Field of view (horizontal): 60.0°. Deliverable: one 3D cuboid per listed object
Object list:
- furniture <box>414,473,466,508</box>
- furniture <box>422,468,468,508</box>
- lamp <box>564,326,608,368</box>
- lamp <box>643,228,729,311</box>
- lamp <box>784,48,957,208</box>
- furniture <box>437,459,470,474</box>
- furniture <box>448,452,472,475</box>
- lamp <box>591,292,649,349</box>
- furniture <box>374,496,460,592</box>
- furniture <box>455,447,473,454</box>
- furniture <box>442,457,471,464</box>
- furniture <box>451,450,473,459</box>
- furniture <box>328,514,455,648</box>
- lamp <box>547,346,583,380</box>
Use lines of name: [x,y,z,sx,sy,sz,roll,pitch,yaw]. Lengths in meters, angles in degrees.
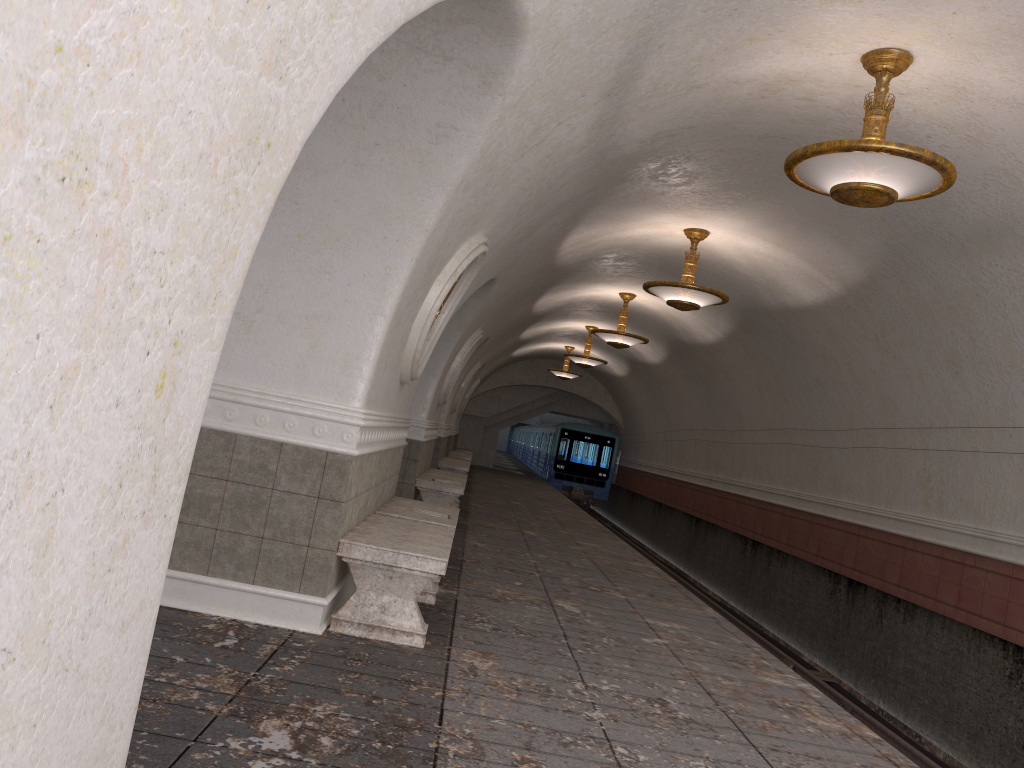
furniture: [-0.956,1.508,11.605,0.613,0.508,1.509,11,-3,-2]
furniture: [-1.020,1.595,13.283,0.613,0.508,1.509,11,-3,-2]
lamp: [1.713,-0.819,20.035,1.008,0.955,1.008,10,-3,14]
lamp: [2.079,-1.318,10.396,1.008,0.955,1.008,12,-3,-17]
lamp: [2.264,-1.570,5.544,1.008,0.955,1.008,12,-3,-17]
furniture: [-1.185,1.819,17.613,0.613,0.508,1.509,11,-3,-2]
furniture: [-1.411,2.127,23.563,0.613,0.508,1.509,11,-3,-2]
lamp: [1.896,-1.069,15.216,1.008,0.955,1.008,10,-3,14]
furniture: [-0.792,1.284,7.286,0.613,0.508,1.509,11,-3,-2]
furniture: [-1.650,2.453,29.853,0.613,0.508,1.509,11,-3,-2]
furniture: [-1.249,1.906,19.291,0.613,0.508,1.509,11,-3,-2]
furniture: [-1.475,2.214,25.241,0.613,0.508,1.509,11,-3,-2]
furniture: [-0.728,1.197,5.608,0.613,0.508,1.509,11,-3,-2]
lamp: [1.530,-0.569,24.854,1.008,0.955,1.008,8,-5,44]
